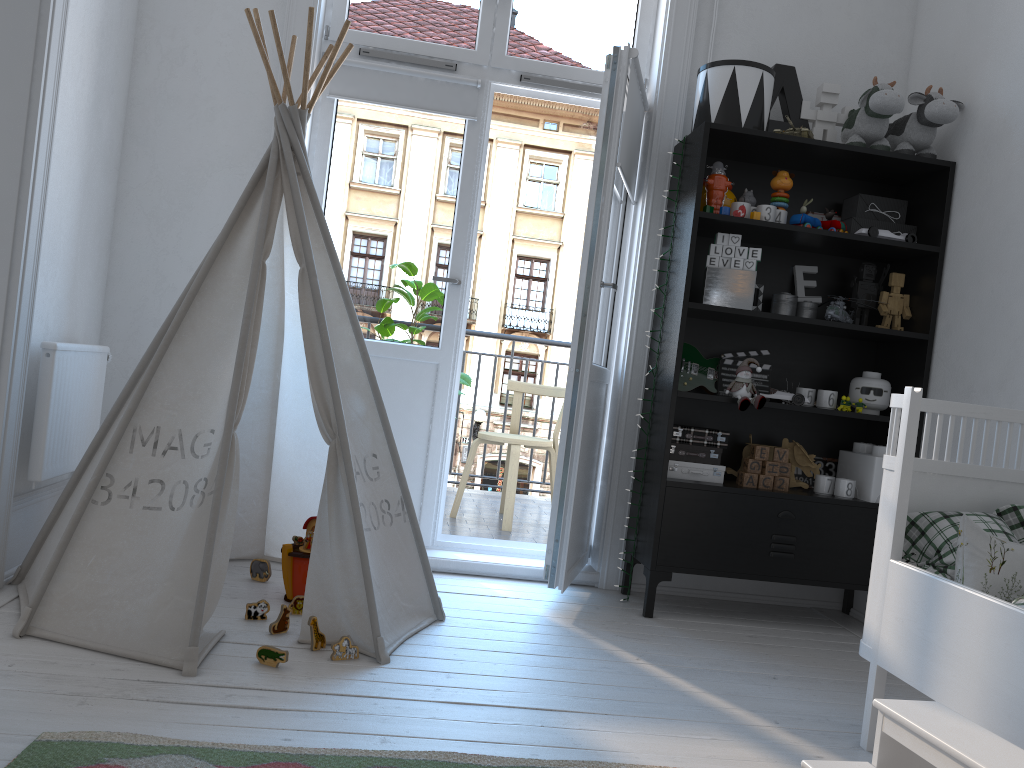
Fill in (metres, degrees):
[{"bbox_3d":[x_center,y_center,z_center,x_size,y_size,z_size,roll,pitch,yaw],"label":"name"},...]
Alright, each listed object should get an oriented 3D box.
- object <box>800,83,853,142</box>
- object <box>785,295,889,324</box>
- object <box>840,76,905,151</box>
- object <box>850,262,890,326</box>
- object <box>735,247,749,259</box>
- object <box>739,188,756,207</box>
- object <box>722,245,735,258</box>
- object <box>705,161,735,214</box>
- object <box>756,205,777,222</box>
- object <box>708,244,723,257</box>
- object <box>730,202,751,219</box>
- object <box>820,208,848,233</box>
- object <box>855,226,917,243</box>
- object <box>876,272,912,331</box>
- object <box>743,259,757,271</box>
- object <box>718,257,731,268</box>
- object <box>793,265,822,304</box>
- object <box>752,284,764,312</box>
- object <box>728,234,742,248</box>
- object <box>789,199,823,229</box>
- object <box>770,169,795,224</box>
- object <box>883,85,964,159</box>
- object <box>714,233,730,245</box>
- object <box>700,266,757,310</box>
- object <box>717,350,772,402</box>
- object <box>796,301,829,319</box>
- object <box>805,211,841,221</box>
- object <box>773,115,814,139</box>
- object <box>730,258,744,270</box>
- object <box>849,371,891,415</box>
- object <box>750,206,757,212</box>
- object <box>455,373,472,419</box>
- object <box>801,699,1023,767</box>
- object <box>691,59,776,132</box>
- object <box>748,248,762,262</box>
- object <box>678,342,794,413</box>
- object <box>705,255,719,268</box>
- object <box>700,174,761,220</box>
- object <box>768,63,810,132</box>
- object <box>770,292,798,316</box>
[{"bbox_3d":[1.163,-0.963,3.303,0.190,0.290,0.065,7,1,-2],"label":"object"},{"bbox_3d":[1.171,-0.260,3.195,0.368,0.106,0.349,7,0,-5],"label":"object"},{"bbox_3d":[1.264,-0.928,3.150,0.154,0.253,0.370,7,0,1],"label":"object"},{"bbox_3d":[1.307,-0.321,3.262,0.117,0.259,0.081,7,1,-7],"label":"object"},{"bbox_3d":[0.794,-0.450,3.061,0.040,0.040,0.040,7,0,23],"label":"object"},{"bbox_3d":[0.856,-0.633,3.242,0.063,0.160,0.063,7,1,-28],"label":"object"},{"bbox_3d":[0.749,-0.456,3.068,0.040,0.040,0.040,7,0,13],"label":"object"},{"bbox_3d":[0.716,-0.672,3.076,0.105,0.203,0.072,7,1,0],"label":"object"},{"bbox_3d":[0.882,-0.583,3.083,0.067,0.067,0.067,7,0,-6],"label":"object"},{"bbox_3d":[0.704,-0.461,3.074,0.040,0.040,0.040,7,0,3],"label":"object"},{"bbox_3d":[0.794,-0.594,3.087,0.067,0.067,0.067,7,0,-6],"label":"object"},{"bbox_3d":[1.150,-0.580,3.198,0.087,0.112,0.121,7,1,-36],"label":"object"},{"bbox_3d":[1.318,-0.521,3.130,0.230,0.048,0.098,7,0,-17],"label":"object"},{"bbox_3d":[1.387,-0.292,3.210,0.114,0.221,0.052,7,1,-8],"label":"object"},{"bbox_3d":[0.821,-0.407,3.058,0.040,0.040,0.040,7,0,23],"label":"object"},{"bbox_3d":[0.733,-0.417,3.078,0.040,0.040,0.040,7,0,-2],"label":"object"},{"bbox_3d":[1.115,-0.374,3.346,0.107,0.151,0.055,7,1,-7],"label":"object"},{"bbox_3d":[0.898,-0.308,3.312,0.070,0.134,0.028,7,1,-7],"label":"object"},{"bbox_3d":[0.767,-0.494,3.065,0.040,0.040,0.040,7,0,3],"label":"object"},{"bbox_3d":[1.047,-0.592,3.143,0.121,0.126,0.087,7,1,-30],"label":"object"},{"bbox_3d":[0.945,-0.649,3.129,0.077,0.213,0.077,7,1,26],"label":"object"},{"bbox_3d":[1.413,-0.910,3.173,0.211,0.253,0.386,7,0,-23],"label":"object"},{"bbox_3d":[0.726,-0.499,3.071,0.040,0.040,0.040,7,0,-2],"label":"object"},{"bbox_3d":[0.754,-0.326,3.103,0.170,0.138,0.124,7,0,8],"label":"object"},{"bbox_3d":[0.861,-0.039,3.279,0.201,0.199,0.048,7,1,-7],"label":"object"},{"bbox_3d":[1.115,-0.261,3.221,0.078,0.091,0.246,7,0,-12],"label":"object"},{"bbox_3d":[1.277,-0.571,3.371,0.347,0.132,0.037,7,1,-7],"label":"object"},{"bbox_3d":[1.001,-0.887,3.131,0.121,0.100,0.338,7,0,28],"label":"object"},{"bbox_3d":[0.776,-0.412,3.064,0.040,0.040,0.040,7,0,8],"label":"object"},{"bbox_3d":[1.301,0.037,3.228,0.139,0.162,0.139,7,1,-32],"label":"object"},{"bbox_3d":[0.842,-0.588,3.137,0.067,0.067,0.067,7,1,-33],"label":"object"},{"bbox_3d":[-0.544,0.015,4.431,0.720,1.225,0.489,7,1,3],"label":"object"},{"bbox_3d":[0.685,0.697,1.449,0.288,0.245,0.332,7,0,-12],"label":"object"},{"bbox_3d":[0.807,-0.991,3.214,0.272,0.259,0.395,7,0,21],"label":"object"},{"bbox_3d":[0.838,-0.445,3.055,0.040,0.040,0.040,7,0,18],"label":"object"},{"bbox_3d":[0.814,-0.013,3.301,0.542,0.239,0.093,7,1,-7],"label":"object"},{"bbox_3d":[0.694,-0.422,3.075,0.040,0.040,0.040,7,0,8],"label":"object"},{"bbox_3d":[0.740,-0.665,3.150,0.197,0.197,0.318,7,0,-11],"label":"object"},{"bbox_3d":[0.991,-1.011,3.311,0.343,0.344,0.057,7,1,-7],"label":"object"},{"bbox_3d":[1.009,-0.282,3.292,0.095,0.110,0.095,7,0,-3],"label":"object"}]
